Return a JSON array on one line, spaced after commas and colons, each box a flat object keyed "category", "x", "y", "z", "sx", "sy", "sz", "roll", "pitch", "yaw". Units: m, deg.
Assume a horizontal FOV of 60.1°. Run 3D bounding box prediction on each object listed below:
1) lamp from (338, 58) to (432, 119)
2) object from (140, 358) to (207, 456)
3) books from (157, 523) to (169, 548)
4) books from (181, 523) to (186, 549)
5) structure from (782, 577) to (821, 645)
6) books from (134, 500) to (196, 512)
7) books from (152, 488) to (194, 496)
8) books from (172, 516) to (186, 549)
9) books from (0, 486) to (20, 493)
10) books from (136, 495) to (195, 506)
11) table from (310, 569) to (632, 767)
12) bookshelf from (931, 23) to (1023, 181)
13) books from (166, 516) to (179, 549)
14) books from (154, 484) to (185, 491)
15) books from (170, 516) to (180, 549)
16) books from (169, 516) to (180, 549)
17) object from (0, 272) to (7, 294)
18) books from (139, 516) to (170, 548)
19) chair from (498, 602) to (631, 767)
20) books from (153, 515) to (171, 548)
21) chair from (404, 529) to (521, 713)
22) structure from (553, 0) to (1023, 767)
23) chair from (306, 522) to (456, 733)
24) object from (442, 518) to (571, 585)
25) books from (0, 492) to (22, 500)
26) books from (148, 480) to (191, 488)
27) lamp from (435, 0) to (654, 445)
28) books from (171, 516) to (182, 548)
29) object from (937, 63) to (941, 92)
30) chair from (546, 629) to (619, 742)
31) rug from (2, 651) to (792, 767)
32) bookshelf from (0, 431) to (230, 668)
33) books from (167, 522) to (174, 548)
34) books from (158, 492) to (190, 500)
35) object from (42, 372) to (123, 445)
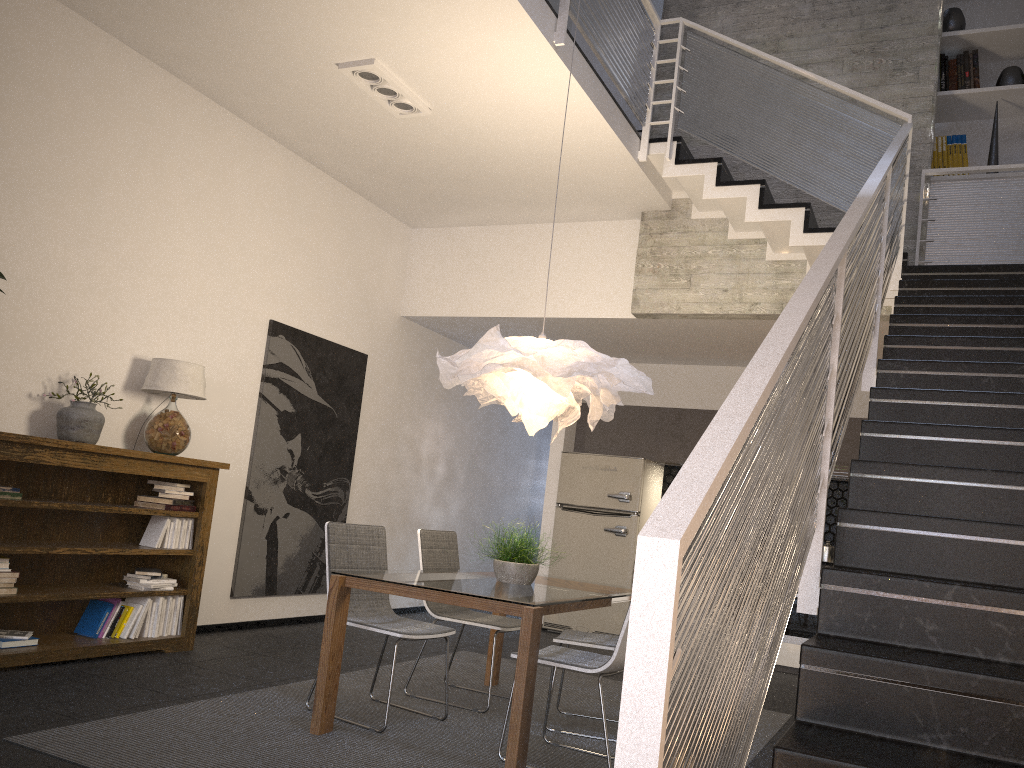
[{"category": "lamp", "x": -0.762, "y": -1.807, "z": 5.404, "sx": 0.253, "sy": 0.066, "sz": 0.650, "roll": 3, "pitch": -9, "yaw": 26}, {"category": "object", "x": -2.108, "y": 0.156, "z": 5.486, "sx": 0.389, "sy": 0.579, "sz": 0.391, "roll": 7, "pitch": -6, "yaw": -5}, {"category": "books", "x": -2.146, "y": 0.906, "z": 5.346, "sx": 0.120, "sy": 0.157, "sz": 0.057, "roll": 4, "pitch": -6, "yaw": 26}, {"category": "books", "x": -2.080, "y": 0.934, "z": 5.487, "sx": 0.120, "sy": 0.158, "sz": 0.016, "roll": 4, "pitch": -6, "yaw": 26}, {"category": "structure", "x": 2.572, "y": 1.953, "z": 7.705, "sx": 0.587, "sy": 0.585, "sz": 0.588, "roll": 3, "pitch": -7, "yaw": 26}, {"category": "books", "x": -2.120, "y": 0.748, "z": 5.415, "sx": 0.230, "sy": 0.034, "sz": 0.288, "roll": 4, "pitch": -9, "yaw": 18}, {"category": "books", "x": -2.102, "y": 0.667, "z": 5.486, "sx": 0.175, "sy": 0.019, "sz": 0.244, "roll": 13, "pitch": -11, "yaw": -38}, {"category": "books", "x": -2.084, "y": 0.916, "z": 5.472, "sx": 0.135, "sy": 0.188, "sz": 0.015, "roll": 4, "pitch": -6, "yaw": 26}, {"category": "books", "x": -2.620, "y": 0.518, "z": 4.429, "sx": 0.166, "sy": 0.023, "sz": 0.229, "roll": 2, "pitch": -9, "yaw": 30}, {"category": "books", "x": 0.561, "y": -2.156, "z": 6.721, "sx": 5.410, "sy": 6.674, "sz": 0.361, "roll": 9, "pitch": -6, "yaw": -23}, {"category": "table", "x": -0.020, "y": 1.372, "z": 4.512, "sx": 0.996, "sy": 0.710, "sz": 1.813, "roll": 3, "pitch": -9, "yaw": 26}, {"category": "bookshelf", "x": 3.435, "y": -1.932, "z": 6.381, "sx": 0.971, "sy": 1.101, "sz": 0.446, "roll": 3, "pitch": -6, "yaw": 26}, {"category": "books", "x": -2.106, "y": 0.905, "z": 5.411, "sx": 0.136, "sy": 0.187, "sz": 0.018, "roll": 4, "pitch": -6, "yaw": 26}, {"category": "books", "x": -2.118, "y": 0.642, "z": 5.476, "sx": 0.175, "sy": 0.023, "sz": 0.244, "roll": 9, "pitch": -9, "yaw": -19}, {"category": "books", "x": -2.110, "y": 0.910, "z": 5.449, "sx": 0.135, "sy": 0.188, "sz": 0.015, "roll": 4, "pitch": -6, "yaw": 26}, {"category": "books", "x": -2.105, "y": 0.908, "z": 5.429, "sx": 0.135, "sy": 0.188, "sz": 0.015, "roll": 4, "pitch": -6, "yaw": 26}, {"category": "object", "x": -2.716, "y": -0.344, "z": 3.475, "sx": 0.907, "sy": 3.183, "sz": 2.023, "roll": 6, "pitch": -6, "yaw": 4}, {"category": "books", "x": -2.152, "y": 0.890, "z": 5.329, "sx": 0.135, "sy": 0.181, "sz": 0.078, "roll": 4, "pitch": -6, "yaw": 26}, {"category": "chair", "x": 0.350, "y": 1.225, "z": 3.910, "sx": 0.601, "sy": 0.915, "sz": 0.478, "roll": 3, "pitch": -7, "yaw": 29}, {"category": "books", "x": -2.143, "y": 0.897, "z": 5.388, "sx": 0.136, "sy": 0.187, "sz": 0.018, "roll": 4, "pitch": -6, "yaw": 26}, {"category": "chair", "x": -0.240, "y": 1.318, "z": 5.019, "sx": 0.600, "sy": 0.915, "sz": 0.478, "roll": 4, "pitch": -7, "yaw": 26}, {"category": "structure", "x": 1.256, "y": -2.169, "z": 5.531, "sx": 4.228, "sy": 8.265, "sz": 8.521, "roll": 4, "pitch": -7, "yaw": 26}, {"category": "chair", "x": -0.636, "y": 1.181, "z": 4.400, "sx": 0.601, "sy": 0.915, "sz": 0.478, "roll": 2, "pitch": -7, "yaw": 35}, {"category": "object", "x": 0.021, "y": 0.854, "z": 4.556, "sx": 0.531, "sy": 0.365, "sz": 0.673, "roll": 4, "pitch": -8, "yaw": 21}, {"category": "books", "x": -2.625, "y": 0.548, "z": 4.437, "sx": 0.179, "sy": 0.034, "sz": 0.245, "roll": 2, "pitch": -9, "yaw": 29}, {"category": "books", "x": -2.122, "y": 0.619, "z": 5.481, "sx": 0.205, "sy": 0.022, "sz": 0.156, "roll": 5, "pitch": -8, "yaw": 11}, {"category": "lamp", "x": 0.402, "y": -2.263, "z": 4.829, "sx": 1.116, "sy": 5.185, "sz": 1.068, "roll": 3, "pitch": -7, "yaw": 37}, {"category": "books", "x": -2.107, "y": 0.913, "z": 5.465, "sx": 0.136, "sy": 0.187, "sz": 0.018, "roll": 4, "pitch": -6, "yaw": 26}, {"category": "object", "x": 0.270, "y": -1.015, "z": 3.081, "sx": 0.365, "sy": 4.450, "sz": 8.967, "roll": 3, "pitch": -8, "yaw": 37}, {"category": "chair", "x": 0.539, "y": 1.354, "z": 4.643, "sx": 0.601, "sy": 0.915, "sz": 0.478, "roll": 5, "pitch": -6, "yaw": 12}, {"category": "rug", "x": -0.072, "y": 1.716, "z": 4.467, "sx": 2.368, "sy": 0.006, "sz": 3.713, "roll": 3, "pitch": -9, "yaw": 26}, {"category": "bookshelf", "x": -2.457, "y": 0.899, "z": 4.783, "sx": 0.450, "sy": 1.165, "sz": 1.933, "roll": 4, "pitch": -8, "yaw": 26}, {"category": "books", "x": -2.122, "y": 0.916, "z": 5.398, "sx": 0.120, "sy": 0.158, "sz": 0.016, "roll": 4, "pitch": -6, "yaw": 26}, {"category": "books", "x": -2.097, "y": 0.692, "z": 5.483, "sx": 0.180, "sy": 0.029, "sz": 0.226, "roll": 10, "pitch": -9, "yaw": -22}, {"category": "object", "x": -2.401, "y": 0.127, "z": 4.934, "sx": 0.385, "sy": 0.410, "sz": 0.277, "roll": 6, "pitch": -6, "yaw": 4}]
